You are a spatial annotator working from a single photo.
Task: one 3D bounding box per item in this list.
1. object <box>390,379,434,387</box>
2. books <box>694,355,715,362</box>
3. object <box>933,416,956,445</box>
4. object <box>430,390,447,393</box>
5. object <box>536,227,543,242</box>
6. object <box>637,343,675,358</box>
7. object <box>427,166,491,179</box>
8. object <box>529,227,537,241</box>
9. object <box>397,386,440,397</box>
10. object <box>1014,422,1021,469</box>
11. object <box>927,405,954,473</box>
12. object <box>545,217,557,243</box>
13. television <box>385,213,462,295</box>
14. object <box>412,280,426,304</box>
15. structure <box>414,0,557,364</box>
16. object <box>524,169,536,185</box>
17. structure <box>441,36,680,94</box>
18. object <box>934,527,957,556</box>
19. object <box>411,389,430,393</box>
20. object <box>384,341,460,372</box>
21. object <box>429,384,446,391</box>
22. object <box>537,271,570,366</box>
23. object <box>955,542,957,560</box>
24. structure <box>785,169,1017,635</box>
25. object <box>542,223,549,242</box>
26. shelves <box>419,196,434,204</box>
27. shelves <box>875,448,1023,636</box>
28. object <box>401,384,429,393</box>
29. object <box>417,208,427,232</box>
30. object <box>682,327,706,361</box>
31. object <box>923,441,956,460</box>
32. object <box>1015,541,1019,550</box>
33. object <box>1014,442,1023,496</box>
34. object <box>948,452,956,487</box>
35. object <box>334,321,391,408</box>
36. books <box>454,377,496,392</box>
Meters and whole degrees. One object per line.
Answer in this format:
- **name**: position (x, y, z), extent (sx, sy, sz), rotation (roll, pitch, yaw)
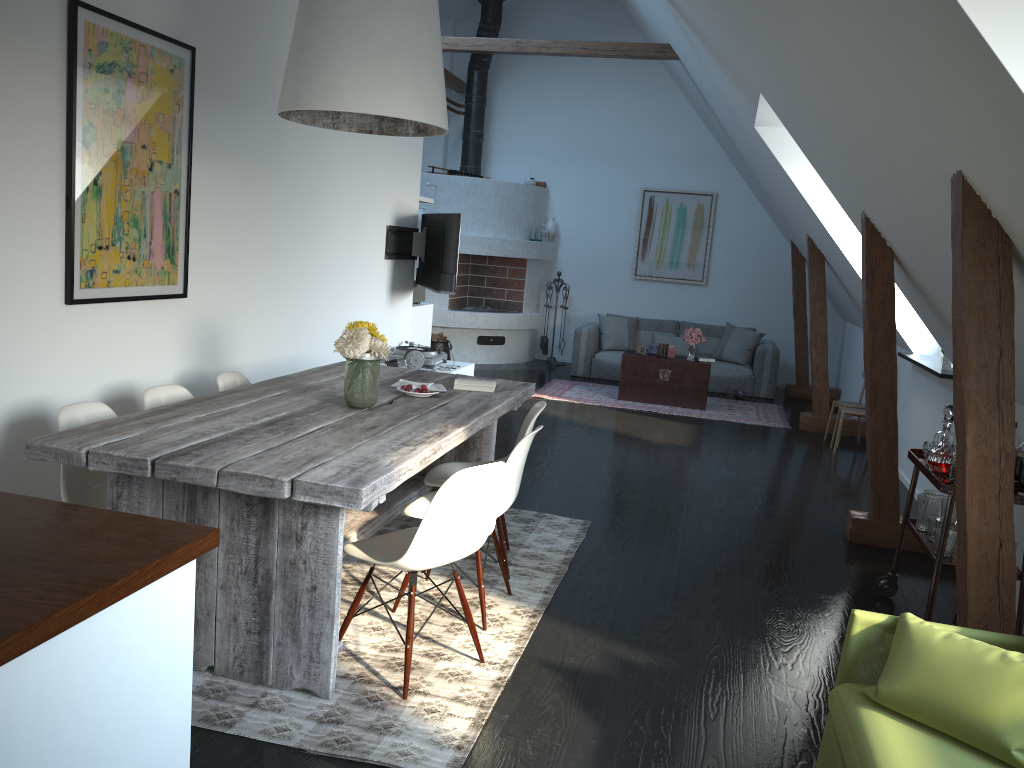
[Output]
- **object**: position (-0.495, 0.002, 4.395), extent (0.182, 0.016, 0.179), rotation (6, 9, 8)
- **books**: position (2.029, -0.270, 9.412), extent (0.179, 0.034, 0.243), rotation (3, 9, -9)
- **object**: position (1.985, 0.245, 4.056), extent (0.087, 0.206, 0.087), rotation (12, 11, 37)
- **object**: position (-0.385, 0.032, 4.175), extent (0.194, 0.022, 0.019), rotation (10, 10, 28)
- **object**: position (0.354, -1.952, 11.584), extent (0.092, 0.180, 0.092), rotation (11, 11, 35)
- **object**: position (1.553, -0.368, 9.460), extent (0.413, 0.138, 0.215), rotation (9, 10, 24)
- **object**: position (-0.651, -2.628, 11.036), extent (0.783, 0.094, 0.311), rotation (5, 9, -1)
- **object**: position (0.273, -1.937, 11.444), extent (0.092, 0.180, 0.092), rotation (12, 12, 40)
- **object**: position (-0.441, 0.037, 4.182), extent (0.205, 0.024, 0.205), rotation (6, 9, 5)
- **object**: position (2.069, 0.284, 3.692), extent (0.067, 0.257, 0.099), rotation (8, 9, 18)
- **object**: position (1.849, 0.232, 3.787), extent (0.114, 0.292, 0.114), rotation (2, 9, -15)
- **object**: position (0.516, -2.043, 11.870), extent (0.165, 0.368, 0.165), rotation (3, 9, -15)
- **television**: position (-0.841, -1.086, 7.233), extent (0.537, 0.652, 1.005), rotation (1, 9, -22)
- **object**: position (-1.051, -0.828, 7.911), extent (0.435, 0.211, 0.496), rotation (7, 9, 12)
- **structure**: position (-0.849, -2.796, 12.130), extent (3.058, 4.752, 3.049), rotation (8, 9, 21)
- **object**: position (0.244, -2.711, 11.629), extent (0.066, 0.221, 0.231), rotation (13, 12, 43)
- **structure**: position (-2.003, -3.541, 6.986), extent (10.230, 3.562, 15.910), rotation (8, 9, 18)
- **object**: position (1.788, 0.655, 3.667), extent (0.092, 0.099, 0.092), rotation (3, 9, -9)
- **object**: position (-0.424, 0.034, 4.180), extent (0.110, 0.011, 0.058), rotation (7, 9, 17)
- **object**: position (-0.715, -0.222, 7.070), extent (0.558, 0.162, 0.742), rotation (6, 9, 10)
- **object**: position (-0.418, 0.015, 4.361), extent (0.182, 0.014, 0.185), rotation (3, 9, -13)
- **object**: position (0.576, -0.878, 11.817), extent (0.376, 1.245, 0.376), rotation (4, 9, -7)
- **object**: position (1.832, 0.664, 3.565), extent (0.095, 0.119, 0.095), rotation (1, 10, -25)
- **structure**: position (2.283, 0.017, 4.680), extent (1.023, 1.963, 12.350), rotation (7, 9, 13)
- **object**: position (0.432, -2.003, 11.708), extent (0.150, 0.258, 0.081), rotation (-3, 12, -43)
- **shelves**: position (-1.531, -1.694, 7.875), extent (1.604, 0.038, 0.478), rotation (7, 9, 13)
- **shelves**: position (1.925, 0.731, 3.813), extent (0.438, 0.732, 0.803), rotation (6, 9, 9)
- **object**: position (-0.455, 0.025, 4.174), extent (0.132, 0.034, 0.144), rotation (2, 9, -15)
- **object**: position (-1.125, -1.999, 10.869), extent (0.203, 0.314, 0.203), rotation (4, 9, -3)
- **object**: position (1.898, -0.429, 9.334), extent (0.234, 0.351, 0.235), rotation (0, 10, -27)
- **object**: position (1.937, 0.321, 3.914), extent (0.245, 0.092, 0.151), rotation (13, 12, 41)
- **object**: position (1.958, 0.679, 3.539), extent (0.095, 0.119, 0.095), rotation (1, 10, -25)
- **object**: position (2.041, 0.286, 3.502), extent (0.081, 0.308, 0.081), rotation (6, 9, 5)
- **object**: position (1.792, 0.311, 3.501), extent (0.101, 0.211, 0.101), rotation (9, 10, 28)
- **object**: position (-0.633, -0.085, 3.730), extent (0.233, 0.365, 0.293), rotation (2, 9, -16)
- **books**: position (-0.185, -0.005, 4.535), extent (0.202, 0.042, 0.251), rotation (5, 9, 1)
